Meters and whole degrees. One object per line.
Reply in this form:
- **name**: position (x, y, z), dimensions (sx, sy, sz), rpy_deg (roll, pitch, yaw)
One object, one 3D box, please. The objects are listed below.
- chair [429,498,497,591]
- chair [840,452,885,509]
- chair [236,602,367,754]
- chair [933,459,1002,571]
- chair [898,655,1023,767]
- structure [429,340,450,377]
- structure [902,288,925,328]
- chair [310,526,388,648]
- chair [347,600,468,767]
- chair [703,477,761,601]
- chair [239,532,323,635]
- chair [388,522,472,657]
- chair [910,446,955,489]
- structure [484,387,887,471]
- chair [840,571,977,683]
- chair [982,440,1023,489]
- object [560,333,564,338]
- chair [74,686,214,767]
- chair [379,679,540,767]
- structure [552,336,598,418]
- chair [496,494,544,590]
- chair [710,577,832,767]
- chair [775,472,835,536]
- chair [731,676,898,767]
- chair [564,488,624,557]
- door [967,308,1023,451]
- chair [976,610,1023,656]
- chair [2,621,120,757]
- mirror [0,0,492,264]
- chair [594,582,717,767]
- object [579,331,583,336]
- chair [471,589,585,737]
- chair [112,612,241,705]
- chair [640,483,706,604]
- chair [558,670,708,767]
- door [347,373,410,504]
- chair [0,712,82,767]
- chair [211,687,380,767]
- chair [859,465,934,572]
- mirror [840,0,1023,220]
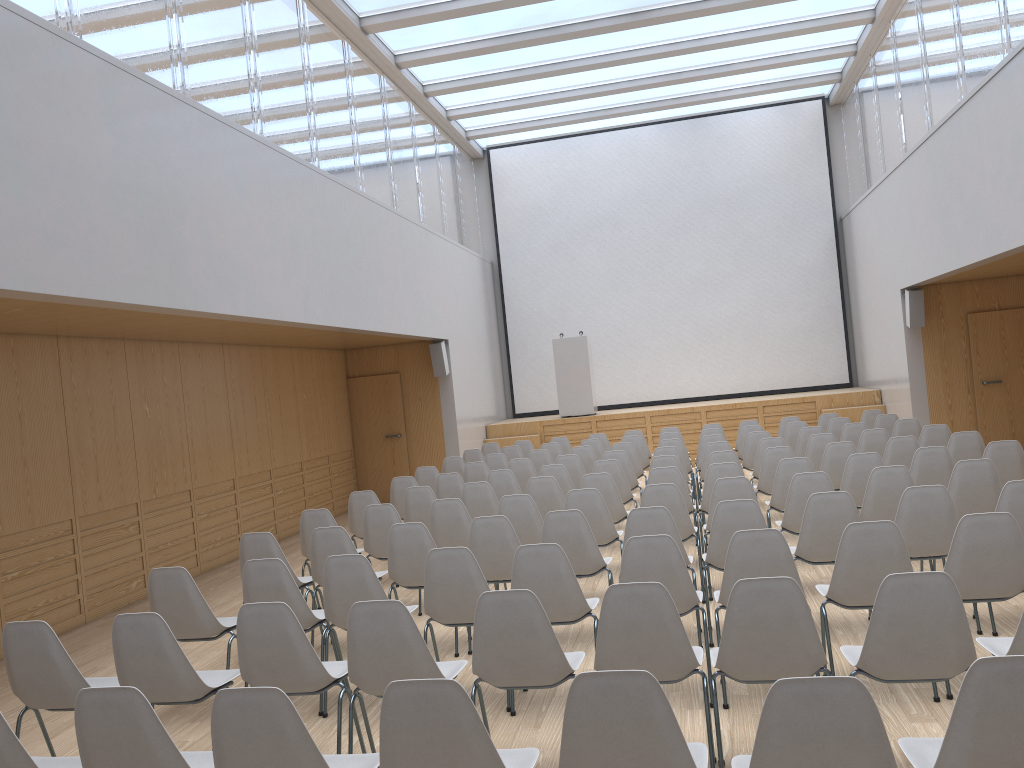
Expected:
- **chair**: position (-0.402, 1.294, 6.916), dimensions (0.479, 0.876, 0.505), rpy_deg (-6, 0, 11)
- **chair**: position (2.846, 0.971, 7.188), dimensions (0.479, 0.876, 0.505), rpy_deg (-6, 0, 11)
- **chair**: position (-0.956, 1.350, 3.978), dimensions (0.479, 0.876, 0.505), rpy_deg (-6, 0, 11)
- **chair**: position (3.193, 0.937, 6.202), dimensions (0.479, 0.876, 0.505), rpy_deg (-6, 0, 11)
- **chair**: position (1.375, 1.119, 2.496), dimensions (0.479, 0.876, 0.505), rpy_deg (-6, 0, 11)
- **structure**: position (-1.100, -0.386, 13.507), dimensions (0.196, 0.542, 0.368), rpy_deg (-6, 0, 11)
- **structure**: position (5.531, -1.044, 12.188), dimensions (0.196, 0.542, 0.368), rpy_deg (-6, 0, 11)
- **chair**: position (-1.109, 1.365, 6.037), dimensions (0.479, 0.876, 0.505), rpy_deg (-6, 0, 11)
- **chair**: position (-0.452, 1.300, 3.808), dimensions (0.479, 0.876, 0.505), rpy_deg (-6, 0, 11)
- **chair**: position (1.645, 1.091, 6.519), dimensions (0.479, 0.876, 0.505), rpy_deg (-6, 0, 11)
- **chair**: position (-1.602, 1.414, 6.117), dimensions (0.479, 0.876, 0.505), rpy_deg (-6, 0, 11)
- **chair**: position (-0.573, 1.311, 5.871), dimensions (0.479, 0.876, 0.505), rpy_deg (-6, 0, 11)
- **chair**: position (3.366, 0.920, 7.168), dimensions (0.479, 0.876, 0.505), rpy_deg (-6, 0, 11)
- **structure**: position (2.903, 0.909, 15.485), dimensions (6.552, 1.027, 2.728), rpy_deg (-6, 0, 11)
- **chair**: position (1.535, 1.102, 3.413), dimensions (0.479, 0.876, 0.505), rpy_deg (-6, 0, 11)
- **chair**: position (3.884, 0.868, 7.093), dimensions (0.479, 0.876, 0.505), rpy_deg (-6, 0, 11)
- **object**: position (0.884, -0.746, 15.553), dimensions (0.166, 0.305, 0.252), rpy_deg (-6, 0, -17)
- **chair**: position (-1.164, 1.371, 3.000), dimensions (0.479, 0.876, 0.505), rpy_deg (-6, 0, 11)
- **chair**: position (-0.164, 1.272, 2.773), dimensions (0.479, 0.876, 0.505), rpy_deg (-6, 0, 11)
- **structure**: position (1.113, -0.123, 15.588), dimensions (0.605, 1.379, 0.605), rpy_deg (-6, 0, 11)
- **chair**: position (0.116, 1.243, 6.753), dimensions (0.479, 0.876, 0.505), rpy_deg (-6, 0, 11)
- **chair**: position (1.034, 1.152, 3.554), dimensions (0.479, 0.876, 0.505), rpy_deg (-6, 0, 11)
- **chair**: position (2.148, 1.041, 6.371), dimensions (0.479, 0.876, 0.505), rpy_deg (-6, 0, 11)
- **chair**: position (0.861, 1.170, 2.486), dimensions (0.479, 0.876, 0.505), rpy_deg (-6, 0, 11)
- **chair**: position (0.606, 1.194, 6.697), dimensions (0.479, 0.876, 0.505), rpy_deg (-6, 0, 11)
- **door**: position (6.786, 0.002, 12.088), dimensions (0.873, 2.024, 0.108), rpy_deg (-6, 0, 11)
- **chair**: position (2.061, 1.050, 3.350), dimensions (0.479, 0.876, 0.505), rpy_deg (-6, 0, 11)
- **chair**: position (-2.012, 1.455, 4.077), dimensions (0.479, 0.876, 0.505), rpy_deg (-6, 0, 11)
- **mirror**: position (-2.332, -3.209, 8.724), dimensions (0.253, 2.090, 17.826), rpy_deg (-6, 0, 11)
- **chair**: position (0.566, 1.199, 3.676), dimensions (0.479, 0.876, 0.505), rpy_deg (-6, 0, 11)
- **object**: position (1.224, -0.780, 15.486), dimensions (0.166, 0.305, 0.252), rpy_deg (-6, 0, -17)
- **chair**: position (0.068, 1.248, 3.765), dimensions (0.479, 0.876, 0.505), rpy_deg (-6, 0, 11)
- **chair**: position (-1.505, 1.404, 4.018), dimensions (0.479, 0.876, 0.505), rpy_deg (-6, 0, 11)
- **chair**: position (1.143, 1.141, 6.549), dimensions (0.479, 0.876, 0.505), rpy_deg (-6, 0, 11)
- **chair**: position (0.368, 1.219, 2.686), dimensions (0.479, 0.876, 0.505), rpy_deg (-6, 0, 11)
- **door**: position (-2.084, 0.883, 13.852), dimensions (0.873, 2.024, 0.108), rpy_deg (-6, 0, 11)
- **chair**: position (-1.669, 1.421, 3.072), dimensions (0.479, 0.876, 0.505), rpy_deg (-6, 0, 11)
- **chair**: position (-0.684, 1.323, 2.856), dimensions (0.479, 0.876, 0.505), rpy_deg (-6, 0, 11)
- **chair**: position (2.664, 0.990, 6.288), dimensions (0.479, 0.876, 0.505), rpy_deg (-6, 0, 11)
- **mirror**: position (4.298, -3.868, 7.406), dimensions (0.253, 2.090, 17.826), rpy_deg (-6, 0, 11)
